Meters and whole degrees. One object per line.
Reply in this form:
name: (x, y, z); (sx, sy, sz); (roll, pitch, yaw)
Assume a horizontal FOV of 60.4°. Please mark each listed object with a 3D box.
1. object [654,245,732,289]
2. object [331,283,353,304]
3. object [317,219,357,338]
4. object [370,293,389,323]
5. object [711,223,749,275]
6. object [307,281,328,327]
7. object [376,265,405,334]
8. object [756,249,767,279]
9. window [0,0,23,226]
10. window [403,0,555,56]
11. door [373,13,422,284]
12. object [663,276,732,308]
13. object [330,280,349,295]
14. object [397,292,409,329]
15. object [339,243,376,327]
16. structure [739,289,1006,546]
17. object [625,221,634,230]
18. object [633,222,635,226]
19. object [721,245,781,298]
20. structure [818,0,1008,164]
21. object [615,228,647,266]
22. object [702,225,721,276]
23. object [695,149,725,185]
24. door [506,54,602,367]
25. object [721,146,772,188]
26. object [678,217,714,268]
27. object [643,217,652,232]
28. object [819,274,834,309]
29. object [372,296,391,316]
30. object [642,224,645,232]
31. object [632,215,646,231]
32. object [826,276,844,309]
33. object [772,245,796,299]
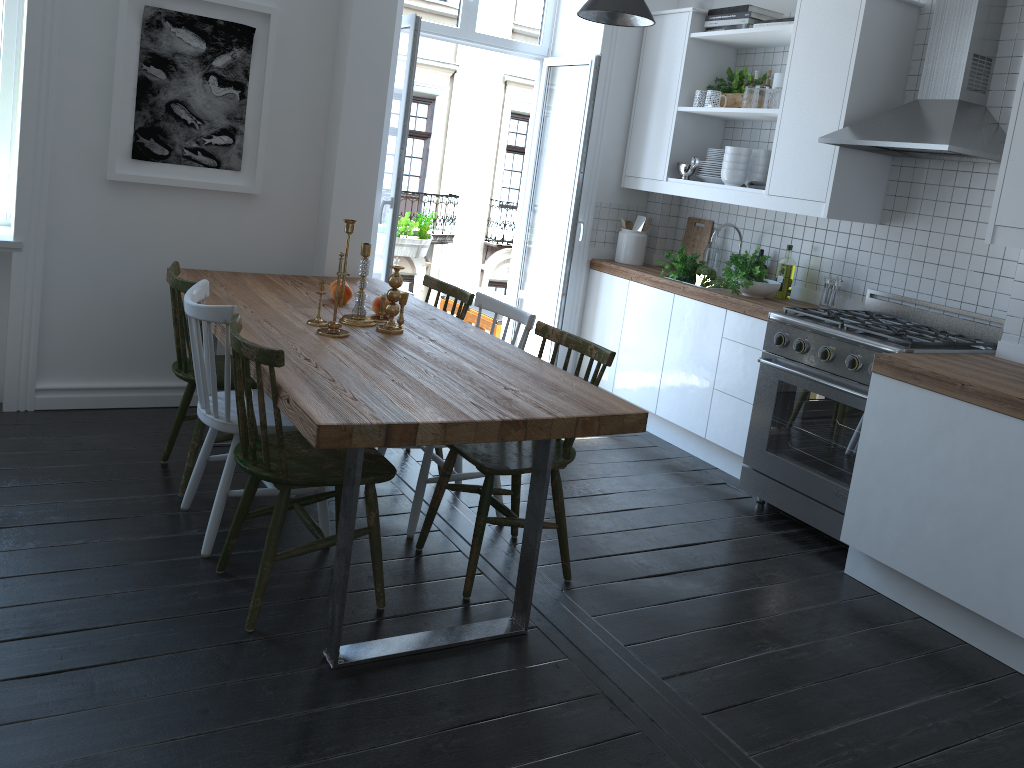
object: (1.005, -0.597, 4.837); (0.475, 0.302, 0.285); (15, 13, 31)
object: (-0.717, -0.381, 3.716); (0.091, 0.086, 0.085); (7, 11, -5)
object: (-0.606, -0.372, 3.087); (0.114, 0.404, 0.115); (11, 9, 20)
object: (-0.509, -0.305, 3.469); (0.102, 0.112, 0.104); (-3, 15, -45)
object: (1.230, -0.708, 4.880); (0.191, 0.347, 0.276); (14, 12, 34)
object: (-0.704, -0.296, 3.229); (0.080, 0.158, 0.081); (10, 9, 15)
object: (-0.441, -0.315, 3.276); (0.100, 0.243, 0.103); (7, 9, -8)
object: (1.352, -0.625, 4.825); (0.086, 0.227, 0.086); (12, 9, 23)
window: (-2.949, -1.708, 3.707); (1.565, 1.954, 0.109); (2, 10, -31)
window: (-0.224, -2.368, 5.189); (1.178, 0.647, 0.108); (0, 11, -31)
door: (-0.750, -0.977, 4.838); (0.104, 1.993, 0.597); (4, 9, -25)
object: (1.062, -0.504, 4.858); (0.353, 0.109, 0.380); (0, 16, -30)
object: (-0.742, -0.406, 3.795); (0.083, 0.088, 0.089); (-1, 14, -40)
object: (-0.422, -0.282, 3.374); (0.049, 0.137, 0.050); (3, 10, -31)
object: (-0.569, -0.381, 3.344); (0.141, 0.306, 0.142); (10, 9, 11)
structure: (1.537, 0.134, 3.861); (0.720, 1.002, 0.715); (2, 11, -31)
object: (0.712, -0.873, 5.397); (0.061, 0.247, 0.119); (8, 9, -2)
object: (0.760, -0.866, 5.399); (0.033, 0.246, 0.121); (3, 10, -31)
object: (1.223, -0.584, 4.512); (0.338, 0.264, 0.277); (-2, 15, -40)
structure: (1.835, -1.623, 3.711); (0.527, 1.283, 0.646); (3, 10, -31)
object: (0.728, -0.839, 5.376); (0.173, 0.205, 0.178); (3, 12, -26)
object: (1.172, -0.776, 5.148); (0.098, 0.312, 0.099); (3, 10, -31)
object: (1.189, -1.217, 4.955); (0.305, 0.191, 0.307); (1, 14, -29)
door: (0.222, -0.991, 5.415); (0.104, 1.993, 0.596); (2, 10, -37)
object: (1.260, -1.161, 4.728); (0.309, 0.213, 0.153); (0, 13, -33)
object: (1.107, -0.835, 5.322); (0.040, 0.324, 0.225); (3, 11, -31)
object: (0.784, -0.875, 5.360); (0.133, 0.291, 0.056); (15, 10, 38)
object: (1.588, -0.466, 4.428); (0.059, 0.170, 0.060); (5, 9, -18)
object: (-0.525, -0.317, 3.577); (0.084, 0.082, 0.091); (4, 12, -19)
object: (0.780, -0.856, 5.371); (0.051, 0.243, 0.115); (11, 9, 23)
object: (0.742, -0.884, 5.376); (0.065, 0.285, 0.141); (13, 10, 31)
object: (1.600, -0.449, 4.365); (0.059, 0.170, 0.060); (5, 9, -18)
object: (1.432, -0.589, 4.609); (0.066, 0.278, 0.067); (2, 10, -36)
